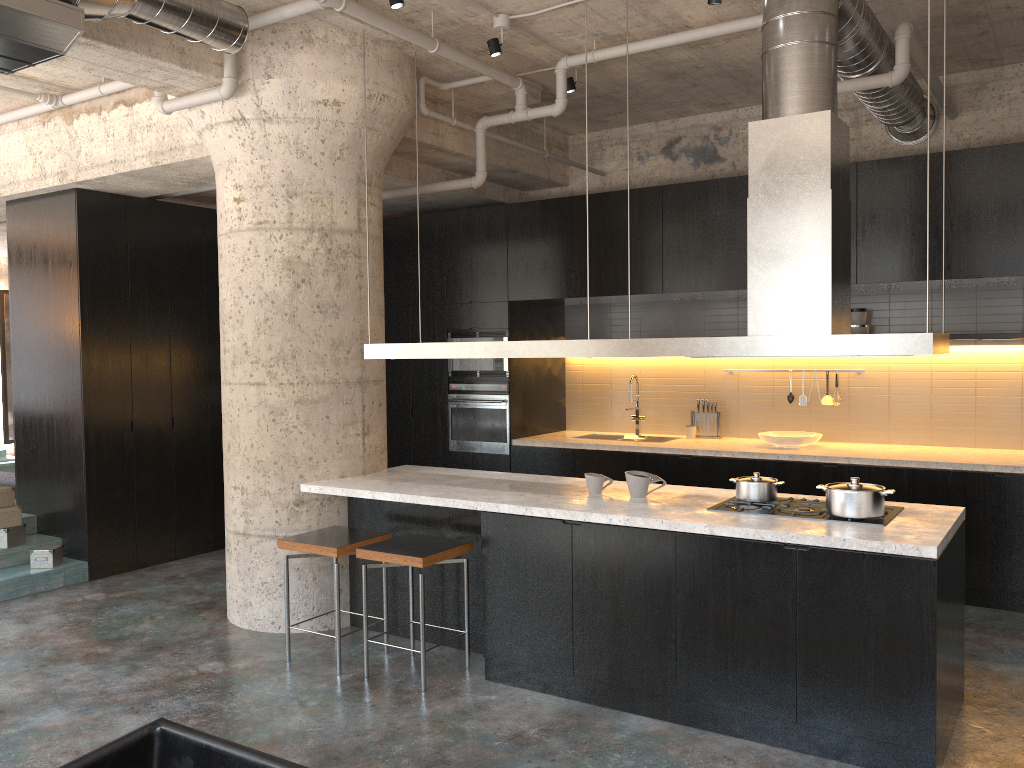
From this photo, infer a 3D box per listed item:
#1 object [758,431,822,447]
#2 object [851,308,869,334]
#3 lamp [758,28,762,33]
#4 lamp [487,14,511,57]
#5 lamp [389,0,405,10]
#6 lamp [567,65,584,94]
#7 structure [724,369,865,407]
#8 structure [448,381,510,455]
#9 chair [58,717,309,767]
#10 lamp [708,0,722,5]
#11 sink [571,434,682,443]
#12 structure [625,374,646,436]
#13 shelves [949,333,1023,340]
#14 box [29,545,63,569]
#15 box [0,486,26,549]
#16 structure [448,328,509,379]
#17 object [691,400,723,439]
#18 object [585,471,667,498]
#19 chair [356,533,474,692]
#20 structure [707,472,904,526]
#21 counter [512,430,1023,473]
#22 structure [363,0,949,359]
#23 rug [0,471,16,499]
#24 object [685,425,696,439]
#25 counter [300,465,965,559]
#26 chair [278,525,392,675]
[{"bbox_3d":[2.221,0.447,7.087,0.490,0.093,0.490,1,3,30],"label":"object"},{"bbox_3d":[2.581,-0.499,7.048,0.462,0.240,0.334,0,3,30],"label":"object"},{"bbox_3d":[1.586,-2.156,5.513,0.107,0.236,0.145,0,2,16],"label":"lamp"},{"bbox_3d":[-0.079,-2.129,5.445,0.145,0.236,0.107,0,2,16],"label":"lamp"},{"bbox_3d":[-0.584,-2.093,4.660,0.145,0.236,0.107,0,2,16],"label":"lamp"},{"bbox_3d":[0.434,-2.167,6.242,0.145,0.236,0.107,0,2,16],"label":"lamp"},{"bbox_3d":[2.344,0.032,7.442,1.171,0.315,0.074,1,3,33],"label":"structure"},{"bbox_3d":[-0.165,0.287,8.216,0.664,0.651,0.649,1,3,33],"label":"structure"},{"bbox_3d":[-0.815,1.305,2.104,0.707,0.738,0.754,1,3,33],"label":"chair"},{"bbox_3d":[1.064,-2.118,4.701,0.107,0.236,0.145,0,2,16],"label":"lamp"},{"bbox_3d":[1.008,0.542,7.851,0.890,0.134,0.458,1,3,33],"label":"sink"},{"bbox_3d":[1.092,0.194,7.964,0.125,0.559,0.269,1,3,33],"label":"structure"},{"bbox_3d":[2.245,-0.362,7.293,4.362,0.043,0.403,1,3,33],"label":"shelves"},{"bbox_3d":[-3.534,1.311,6.737,0.172,0.140,0.187,-1,2,-5],"label":"box"},{"bbox_3d":[-3.913,1.013,6.764,0.331,0.441,0.280,0,2,22],"label":"box"},{"bbox_3d":[-0.148,-0.279,8.233,0.659,0.450,0.612,1,3,33],"label":"structure"},{"bbox_3d":[1.697,0.306,7.763,0.291,0.336,0.060,0,2,27],"label":"object"},{"bbox_3d":[0.604,0.535,4.804,0.437,0.133,0.188,1,3,33],"label":"object"},{"bbox_3d":[-0.516,1.217,4.806,0.450,0.698,0.450,1,3,33],"label":"chair"},{"bbox_3d":[1.433,0.516,4.311,0.833,0.187,0.506,1,3,33],"label":"structure"},{"bbox_3d":[2.102,0.565,7.087,4.360,0.142,1.000,1,3,33],"label":"counter"},{"bbox_3d":[0.553,-1.187,4.680,3.117,2.100,0.538,1,3,33],"label":"structure"},{"bbox_3d":[-5.999,1.234,10.430,1.759,0.377,0.541,1,3,33],"label":"rug"},{"bbox_3d":[1.560,0.418,7.736,0.092,0.117,0.092,-1,2,-18],"label":"object"},{"bbox_3d":[0.462,0.625,4.839,3.500,0.046,1.000,1,3,33],"label":"counter"},{"bbox_3d":[-0.999,1.214,5.058,0.450,0.698,0.450,1,3,33],"label":"chair"}]
